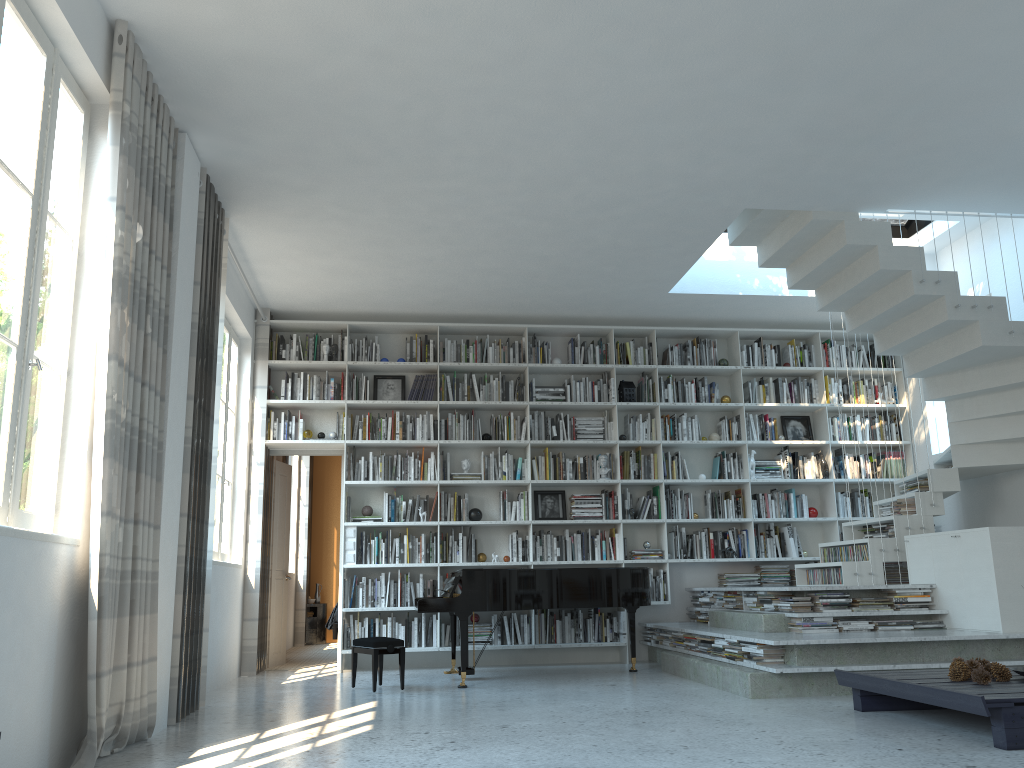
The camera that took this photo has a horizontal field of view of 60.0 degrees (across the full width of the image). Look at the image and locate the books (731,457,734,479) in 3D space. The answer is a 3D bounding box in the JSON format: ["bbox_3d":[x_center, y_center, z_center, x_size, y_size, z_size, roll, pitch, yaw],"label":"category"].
[{"bbox_3d":[2.106,0.835,8.586,0.012,0.224,0.178,0,-13,-7],"label":"books"}]

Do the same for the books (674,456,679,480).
[{"bbox_3d":[1.571,0.825,8.537,0.017,0.242,0.133,0,-13,-7],"label":"books"}]

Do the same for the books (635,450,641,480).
[{"bbox_3d":[1.202,0.791,8.471,0.019,0.292,0.182,0,-13,-7],"label":"books"}]

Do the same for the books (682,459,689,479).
[{"bbox_3d":[1.652,0.837,8.521,0.051,0.209,0.177,0,-13,-7],"label":"books"}]

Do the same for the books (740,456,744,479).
[{"bbox_3d":[2.217,0.827,8.606,0.010,0.245,0.159,0,-13,-7],"label":"books"}]

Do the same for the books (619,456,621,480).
[{"bbox_3d":[1.016,0.820,8.471,0.014,0.243,0.145,0,-13,-7],"label":"books"}]

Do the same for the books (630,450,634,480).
[{"bbox_3d":[1.137,0.793,8.476,0.019,0.293,0.164,0,-13,-7],"label":"books"}]

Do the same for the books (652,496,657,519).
[{"bbox_3d":[1.335,1.186,8.407,0.029,0.222,0.171,0,-13,-7],"label":"books"}]

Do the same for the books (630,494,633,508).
[{"bbox_3d":[1.118,1.177,8.407,0.035,0.248,0.141,0,-13,-7],"label":"books"}]

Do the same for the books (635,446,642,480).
[{"bbox_3d":[1.212,0.774,8.495,0.021,0.337,0.169,0,-13,-7],"label":"books"}]

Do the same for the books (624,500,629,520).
[{"bbox_3d":[1.066,1.198,8.370,0.027,0.191,0.183,0,-13,-7],"label":"books"}]

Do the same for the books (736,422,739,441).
[{"bbox_3d":[2.171,0.487,8.673,0.013,0.204,0.174,0,-13,-7],"label":"books"}]

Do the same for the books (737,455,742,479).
[{"bbox_3d":[2.185,0.821,8.597,0.011,0.252,0.169,0,-13,-7],"label":"books"}]

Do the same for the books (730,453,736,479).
[{"bbox_3d":[2.122,0.814,8.609,0.032,0.274,0.155,0,-13,-7],"label":"books"}]

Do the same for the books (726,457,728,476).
[{"bbox_3d":[2.061,0.837,8.603,0.007,0.229,0.147,0,-13,-7],"label":"books"}]

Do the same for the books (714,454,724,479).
[{"bbox_3d":[2.009,0.817,8.589,0.021,0.264,0.174,0,-13,-7],"label":"books"}]

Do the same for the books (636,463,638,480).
[{"bbox_3d":[1.179,0.855,8.494,0.030,0.180,0.132,0,-13,-7],"label":"books"}]

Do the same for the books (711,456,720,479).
[{"bbox_3d":[1.972,0.831,8.588,0.056,0.240,0.154,0,-13,-7],"label":"books"}]

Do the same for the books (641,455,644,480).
[{"bbox_3d":[1.231,0.816,8.491,0.033,0.252,0.175,0,-13,-7],"label":"books"}]

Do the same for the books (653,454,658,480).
[{"bbox_3d":[1.364,0.812,8.520,0.033,0.268,0.142,0,-13,-7],"label":"books"}]

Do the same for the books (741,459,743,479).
[{"bbox_3d":[2.200,0.845,8.610,0.023,0.211,0.164,0,-13,-7],"label":"books"}]

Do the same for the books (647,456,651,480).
[{"bbox_3d":[1.303,0.824,8.502,0.028,0.239,0.146,0,-13,-7],"label":"books"}]

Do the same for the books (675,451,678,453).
[{"bbox_3d":[1.604,0.806,8.585,0.011,0.299,0.089,0,-12,-7],"label":"books"}]

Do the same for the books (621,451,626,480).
[{"bbox_3d":[1.062,0.793,8.468,0.035,0.292,0.145,0,-13,-7],"label":"books"}]

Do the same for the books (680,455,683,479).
[{"bbox_3d":[1.619,0.821,8.549,0.007,0.253,0.161,0,-13,-7],"label":"books"}]

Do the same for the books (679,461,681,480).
[{"bbox_3d":[1.588,0.809,8.539,0.006,0.273,0.167,0,-13,-7],"label":"books"}]

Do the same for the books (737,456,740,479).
[{"bbox_3d":[2.170,0.829,8.611,0.013,0.244,0.159,0,-13,-7],"label":"books"}]

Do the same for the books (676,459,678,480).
[{"bbox_3d":[1.561,0.837,8.520,0.007,0.211,0.158,0,-13,-7],"label":"books"}]

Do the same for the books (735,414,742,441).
[{"bbox_3d":[2.204,0.451,8.682,0.005,0.277,0.183,0,-13,-7],"label":"books"}]

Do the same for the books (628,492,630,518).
[{"bbox_3d":[1.095,1.168,8.406,0.012,0.265,0.158,0,-13,-7],"label":"books"}]

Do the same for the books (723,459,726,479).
[{"bbox_3d":[2.031,0.842,8.580,0.006,0.209,0.188,0,-13,-7],"label":"books"}]

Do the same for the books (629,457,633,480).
[{"bbox_3d":[1.120,0.824,8.470,0.015,0.231,0.180,0,-13,-7],"label":"books"}]

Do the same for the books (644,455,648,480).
[{"bbox_3d":[1.257,0.816,8.469,0.027,0.241,0.189,0,-13,-7],"label":"books"}]

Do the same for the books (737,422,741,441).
[{"bbox_3d":[2.196,0.487,8.680,0.012,0.205,0.170,0,-13,-7],"label":"books"}]

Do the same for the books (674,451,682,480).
[{"bbox_3d":[1.597,0.802,8.542,0.013,0.286,0.159,0,-13,-7],"label":"books"}]

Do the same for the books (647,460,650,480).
[{"bbox_3d":[1.281,0.837,8.476,0.034,0.204,0.181,0,-13,-7],"label":"books"}]

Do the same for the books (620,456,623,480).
[{"bbox_3d":[1.030,0.821,8.485,0.013,0.246,0.177,0,-13,-7],"label":"books"}]

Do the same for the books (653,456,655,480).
[{"bbox_3d":[1.344,0.822,8.518,0.019,0.247,0.149,0,-13,-7],"label":"books"}]

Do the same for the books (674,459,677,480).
[{"bbox_3d":[1.550,0.840,8.527,0.014,0.208,0.157,0,-13,-7],"label":"books"}]

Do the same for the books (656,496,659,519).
[{"bbox_3d":[1.359,1.187,8.421,0.021,0.226,0.148,0,-13,-7],"label":"books"}]

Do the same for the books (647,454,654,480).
[{"bbox_3d":[1.327,0.810,8.503,0.032,0.266,0.143,0,-13,-7],"label":"books"}]

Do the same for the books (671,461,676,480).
[{"bbox_3d":[1.530,0.842,8.496,0.017,0.191,0.192,0,-13,-7],"label":"books"}]

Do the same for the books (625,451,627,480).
[{"bbox_3d":[1.073,0.796,8.480,0.035,0.292,0.145,0,-13,-7],"label":"books"}]

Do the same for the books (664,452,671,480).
[{"bbox_3d":[1.487,0.800,8.502,0.013,0.278,0.192,0,-13,-7],"label":"books"}]

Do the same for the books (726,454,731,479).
[{"bbox_3d":[2.075,0.817,8.593,0.018,0.262,0.165,0,-13,-7],"label":"books"}]

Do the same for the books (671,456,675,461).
[{"bbox_3d":[1.539,0.824,8.529,0.008,0.242,0.169,0,-13,-7],"label":"books"}]

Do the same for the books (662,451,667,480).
[{"bbox_3d":[1.440,0.799,8.512,0.035,0.287,0.192,0,-13,-7],"label":"books"}]

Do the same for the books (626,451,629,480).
[{"bbox_3d":[1.088,0.793,8.467,0.035,0.292,0.145,0,-13,-7],"label":"books"}]

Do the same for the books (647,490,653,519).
[{"bbox_3d":[1.311,1.160,8.431,0.013,0.285,0.139,0,-13,-7],"label":"books"}]

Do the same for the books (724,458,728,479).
[{"bbox_3d":[2.041,0.838,8.582,0.013,0.218,0.187,0,-13,-7],"label":"books"}]

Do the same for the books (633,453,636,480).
[{"bbox_3d":[1.153,0.806,8.499,0.035,0.277,0.139,0,-13,-7],"label":"books"}]

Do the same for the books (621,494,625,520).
[{"bbox_3d":[1.036,1.173,8.392,0.028,0.252,0.143,0,-13,-7],"label":"books"}]

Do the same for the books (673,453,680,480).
[{"bbox_3d":[1.583,0.810,8.532,0.006,0.269,0.178,0,-13,-7],"label":"books"}]

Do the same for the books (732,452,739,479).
[{"bbox_3d":[2.147,0.810,8.591,0.012,0.273,0.184,0,-13,-7],"label":"books"}]

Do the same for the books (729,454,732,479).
[{"bbox_3d":[2.091,0.819,8.596,0.015,0.259,0.152,0,-13,-7],"label":"books"}]

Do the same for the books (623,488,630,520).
[{"bbox_3d":[1.083,1.146,8.399,0.013,0.306,0.141,0,-12,-7],"label":"books"}]

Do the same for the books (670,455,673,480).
[{"bbox_3d":[1.511,0.818,8.531,0.013,0.255,0.145,0,-13,-7],"label":"books"}]

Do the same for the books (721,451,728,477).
[{"bbox_3d":[2.051,0.804,8.607,0.013,0.294,0.154,0,-13,-7],"label":"books"}]

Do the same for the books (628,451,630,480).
[{"bbox_3d":[1.099,0.796,8.483,0.035,0.292,0.145,0,-13,-7],"label":"books"}]
